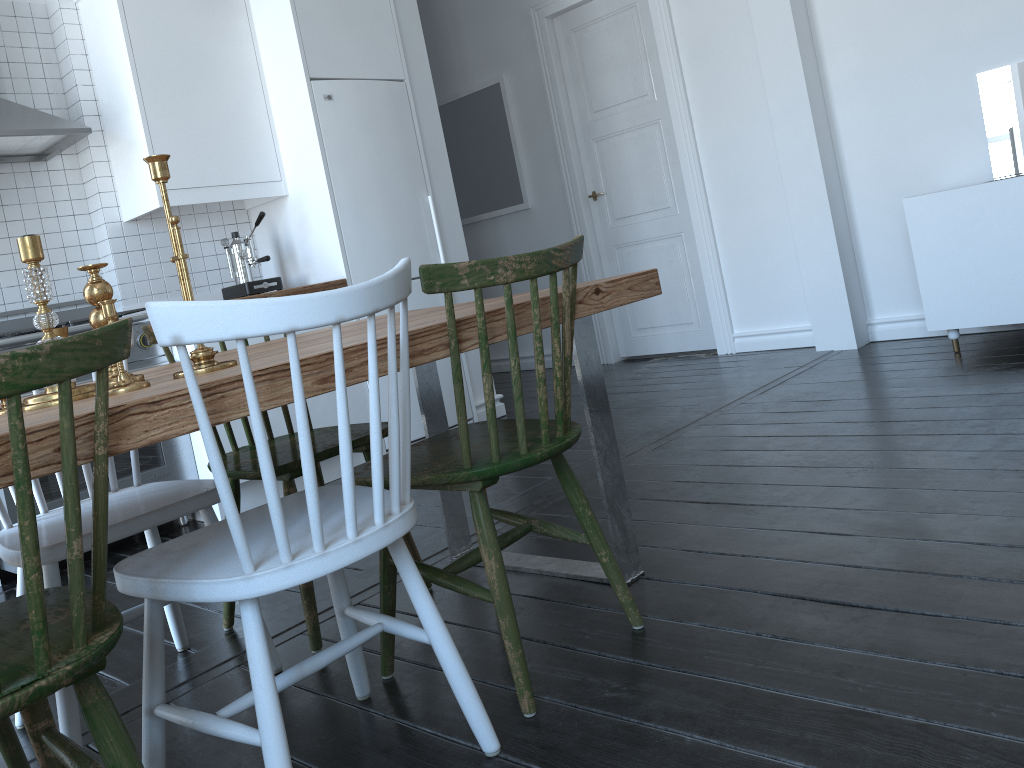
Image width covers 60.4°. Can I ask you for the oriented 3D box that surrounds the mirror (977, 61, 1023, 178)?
[{"bbox_3d":[2.498,-1.243,3.945,0.690,0.500,0.055,-6,4,44],"label":"mirror"}]

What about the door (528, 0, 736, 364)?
[{"bbox_3d":[0.759,-1.379,5.641,1.031,2.467,0.117,-9,2,44],"label":"door"}]

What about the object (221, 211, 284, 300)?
[{"bbox_3d":[-1.206,-0.589,4.083,0.350,0.369,0.209,-7,5,44],"label":"object"}]

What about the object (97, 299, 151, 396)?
[{"bbox_3d":[-0.678,-0.064,1.510,0.080,0.160,0.080,-11,2,1],"label":"object"}]

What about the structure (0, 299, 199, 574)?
[{"bbox_3d":[-1.799,0.166,3.557,0.715,1.016,0.711,-8,5,44],"label":"structure"}]

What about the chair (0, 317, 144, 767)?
[{"bbox_3d":[-0.696,0.382,1.094,0.481,0.825,0.474,-9,4,43],"label":"chair"}]

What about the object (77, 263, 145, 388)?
[{"bbox_3d":[-0.806,-0.114,1.744,0.102,0.247,0.100,-12,2,-22],"label":"object"}]

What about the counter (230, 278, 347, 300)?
[{"bbox_3d":[-2.095,-0.065,3.210,0.840,0.073,3.149,-4,11,44],"label":"counter"}]

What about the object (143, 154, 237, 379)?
[{"bbox_3d":[-0.605,-0.220,1.623,0.113,0.409,0.114,-11,2,6],"label":"object"}]

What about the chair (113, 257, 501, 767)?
[{"bbox_3d":[-0.355,0.258,1.439,0.505,0.840,0.473,-9,4,44],"label":"chair"}]

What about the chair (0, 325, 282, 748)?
[{"bbox_3d":[-0.931,0.299,1.982,0.505,0.840,0.473,-9,4,44],"label":"chair"}]

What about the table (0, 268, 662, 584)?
[{"bbox_3d":[-0.693,0.362,1.632,1.010,0.713,2.263,-6,9,44],"label":"table"}]

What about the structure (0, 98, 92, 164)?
[{"bbox_3d":[-2.254,-1.581,3.556,0.523,1.300,0.642,-9,3,44],"label":"structure"}]

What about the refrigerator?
[{"bbox_3d":[-0.764,-0.568,4.474,0.674,1.796,0.584,-10,2,44],"label":"refrigerator"}]

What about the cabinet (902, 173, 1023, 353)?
[{"bbox_3d":[2.431,-0.569,3.751,1.191,0.732,0.599,-6,7,44],"label":"cabinet"}]

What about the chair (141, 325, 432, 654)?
[{"bbox_3d":[-0.588,0.190,2.327,0.481,0.825,0.474,-9,4,43],"label":"chair"}]

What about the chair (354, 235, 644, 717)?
[{"bbox_3d":[-0.057,0.154,1.814,0.481,0.824,0.474,-9,4,43],"label":"chair"}]

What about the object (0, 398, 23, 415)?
[{"bbox_3d":[-0.950,-0.001,1.635,0.101,0.113,0.104,-9,5,30],"label":"object"}]

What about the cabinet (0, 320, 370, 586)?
[{"bbox_3d":[-2.046,0.360,3.264,3.229,0.811,0.723,-17,7,-38],"label":"cabinet"}]

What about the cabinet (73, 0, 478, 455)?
[{"bbox_3d":[-1.966,-0.477,3.461,3.848,2.362,0.772,-17,5,-42],"label":"cabinet"}]

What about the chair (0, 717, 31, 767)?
[{"bbox_3d":[-1.227,0.418,1.607,0.481,0.824,0.474,-9,4,43],"label":"chair"}]

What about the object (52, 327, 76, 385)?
[{"bbox_3d":[-0.888,-0.042,1.744,0.049,0.138,0.050,-10,3,44],"label":"object"}]

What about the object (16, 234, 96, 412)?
[{"bbox_3d":[-0.845,-0.117,1.595,0.140,0.310,0.141,-12,2,-4],"label":"object"}]
